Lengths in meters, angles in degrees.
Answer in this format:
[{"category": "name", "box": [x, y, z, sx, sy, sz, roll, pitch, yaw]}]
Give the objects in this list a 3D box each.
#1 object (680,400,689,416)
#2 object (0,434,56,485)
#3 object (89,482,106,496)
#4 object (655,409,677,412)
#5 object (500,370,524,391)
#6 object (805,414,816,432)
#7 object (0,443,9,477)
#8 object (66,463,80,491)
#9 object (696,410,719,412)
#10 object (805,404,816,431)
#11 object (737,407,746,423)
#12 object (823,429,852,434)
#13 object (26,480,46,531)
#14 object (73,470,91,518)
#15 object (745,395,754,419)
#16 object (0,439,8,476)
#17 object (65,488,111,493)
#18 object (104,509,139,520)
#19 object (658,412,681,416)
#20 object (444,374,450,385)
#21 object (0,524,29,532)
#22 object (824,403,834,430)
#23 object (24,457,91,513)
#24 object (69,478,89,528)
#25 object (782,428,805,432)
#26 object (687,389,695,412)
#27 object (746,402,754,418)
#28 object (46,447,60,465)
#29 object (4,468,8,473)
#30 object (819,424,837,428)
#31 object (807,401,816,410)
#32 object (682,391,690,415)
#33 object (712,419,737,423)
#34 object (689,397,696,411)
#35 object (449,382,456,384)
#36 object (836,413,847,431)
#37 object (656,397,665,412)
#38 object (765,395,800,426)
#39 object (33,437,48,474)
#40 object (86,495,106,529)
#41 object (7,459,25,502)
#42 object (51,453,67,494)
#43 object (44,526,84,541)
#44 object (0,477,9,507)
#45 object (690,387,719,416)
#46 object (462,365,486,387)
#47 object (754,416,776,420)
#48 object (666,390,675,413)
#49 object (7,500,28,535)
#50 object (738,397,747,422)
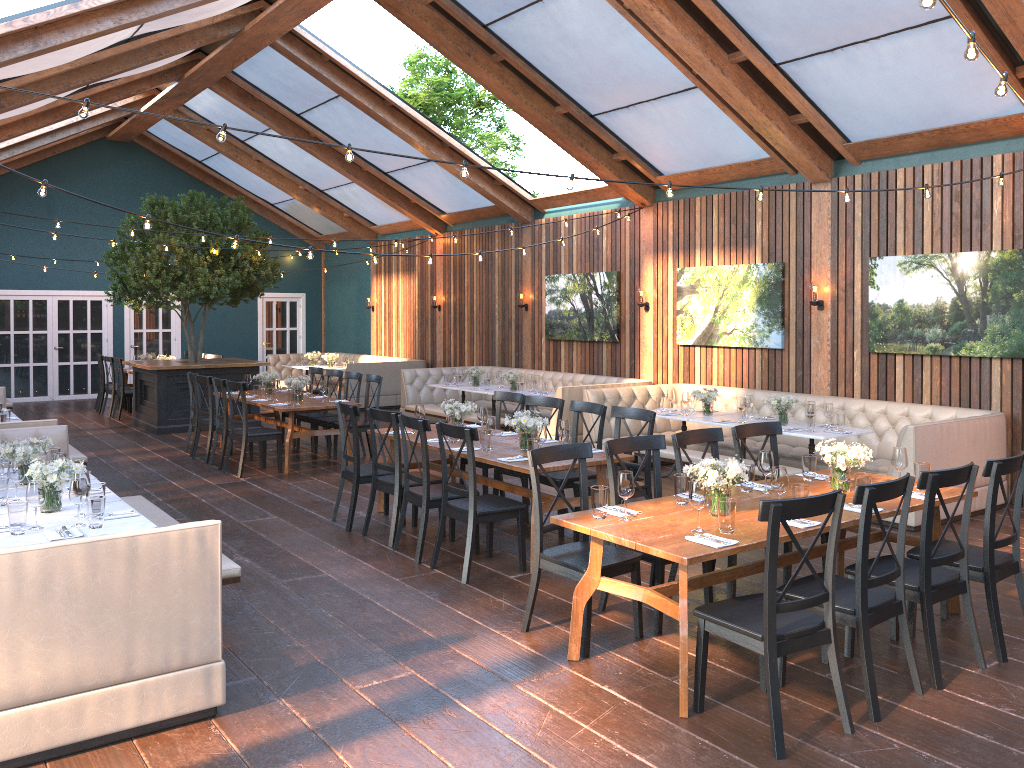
[{"category": "object", "box": [1.833, 0.257, 9.394, 0.092, 0.158, 0.092, 2, 2, 41]}, {"category": "object", "box": [-3.133, 0.490, 5.704, 0.329, 0.309, 0.337, -1, 3, -13]}, {"category": "object", "box": [-2.300, 0.630, 4.901, 0.092, 0.158, 0.092, 2, 2, 41]}, {"category": "object", "box": [1.735, 0.287, 9.870, 0.157, 0.019, 0.255, -3, 6, -35]}, {"category": "object", "box": [0.012, -0.056, 12.309, 0.336, 0.309, 0.330, -1, 3, -19]}, {"category": "object", "box": [2.737, 0.361, 8.111, 0.092, 0.158, 0.092, 2, 2, 41]}, {"category": "object", "box": [-3.338, 0.514, 5.806, 0.092, 0.244, 0.092, 0, 1, 13]}, {"category": "object", "box": [-2.734, 0.581, 5.513, 0.092, 0.158, 0.092, 2, 2, 41]}, {"category": "object", "box": [2.139, 0.296, 9.758, 0.255, 0.019, 0.158, -3, 6, -35]}, {"category": "object", "box": [2.771, 0.310, 8.214, 0.092, 0.244, 0.092, 0, 1, 7]}, {"category": "object", "box": [2.274, 0.308, 8.759, 0.092, 0.158, 0.092, 2, 2, 41]}, {"category": "object", "box": [2.965, 0.431, 8.107, 0.157, 0.019, 0.255, -3, 6, -35]}, {"category": "object", "box": [-2.434, 0.619, 4.522, 0.092, 0.244, 0.092, 0, 1, 7]}, {"category": "object", "box": [-2.334, 0.596, 4.797, 0.092, 0.244, 0.092, 0, 1, 7]}, {"category": "object", "box": [2.436, 0.237, 9.101, 0.092, 0.244, 0.092, 0, 1, 7]}, {"category": "object", "box": [-3.467, 0.498, 6.010, 0.092, 0.244, 0.092, 0, 1, 13]}, {"category": "object", "box": [-2.602, 0.658, 5.413, 0.255, 0.019, 0.158, -3, 6, -35]}, {"category": "object", "box": [-2.168, 0.708, 4.801, 0.255, 0.019, 0.158, -3, 6, -35]}, {"category": "object", "box": [1.701, 0.318, 9.496, 0.255, 0.019, 0.158, -3, 6, -35]}, {"category": "object", "box": [-0.989, -0.071, 13.425, 0.092, 0.158, 0.092, 2, 2, 41]}, {"category": "object", "box": [-2.599, 0.732, 4.522, 0.255, 0.019, 0.158, -3, 6, -35]}, {"category": "object", "box": [2.962, 0.305, 8.271, 0.092, 0.244, 0.092, 0, 1, 7]}, {"category": "object", "box": [-2.565, 0.552, 4.939, 0.336, 0.309, 0.329, 2, 3, 29]}, {"category": "object", "box": [-2.242, 0.614, 4.580, 0.092, 0.244, 0.092, 0, 1, 7]}, {"category": "object", "box": [2.605, 0.422, 8.213, 0.255, 0.019, 0.158, -3, 6, -35]}, {"category": "object", "box": [1.973, 0.184, 9.754, 0.092, 0.244, 0.092, 0, 1, 13]}, {"category": "object", "box": [2.470, 0.271, 9.205, 0.092, 0.158, 0.092, 2, 2, 41]}, {"category": "object", "box": [-3.198, 0.527, 6.166, 0.092, 0.158, 0.092, 2, 2, 41]}, {"category": "object", "box": [-3.470, 0.597, 6.178, 0.157, 0.019, 0.255, -3, 6, -35]}, {"category": "object", "box": [3.037, 0.399, 8.493, 0.255, 0.019, 0.158, -3, 6, -35]}, {"category": "object", "box": [2.871, 0.287, 8.488, 0.092, 0.244, 0.092, 0, 1, 7]}, {"category": "object", "box": [1.867, 0.205, 9.497, 0.092, 0.244, 0.092, 0, 1, 13]}, {"category": "object", "box": [2.142, 0.370, 8.861, 0.255, 0.019, 0.158, -3, 6, -35]}, {"category": "object", "box": [2.007, 0.218, 9.858, 0.092, 0.158, 0.092, 2, 2, 41]}, {"category": "object", "box": [-0.887, -0.013, 13.558, 0.157, 0.019, 0.255, -3, 6, -35]}, {"category": "object", "box": [3.066, 0.350, 8.238, 0.092, 0.158, 0.092, 2, 2, 41]}, {"category": "object", "box": [1.633, 0.229, 9.737, 0.092, 0.158, 0.092, 2, 2, 41]}, {"category": "object", "box": [2.635, 0.243, 8.628, 0.336, 0.309, 0.329, 2, 3, 29]}, {"category": "object", "box": [-3.232, 0.493, 6.062, 0.092, 0.244, 0.092, 0, 1, 13]}, {"category": "object", "box": [-2.138, 0.659, 4.546, 0.092, 0.158, 0.092, 2, 2, 41]}, {"category": "object", "box": [-2.897, 0.566, 5.170, 0.092, 0.244, 0.092, 0, 1, 7]}, {"category": "object", "box": [-2.768, 0.546, 5.409, 0.092, 0.244, 0.092, 0, 1, 7]}, {"category": "object", "box": [-2.240, 0.740, 4.415, 0.157, 0.019, 0.255, -3, 6, -35]}, {"category": "object", "box": [-2.931, 0.617, 5.067, 0.092, 0.158, 0.092, 2, 2, 41]}, {"category": "object", "box": [2.067, 0.181, 9.393, 0.329, 0.309, 0.337, -1, 3, -13]}, {"category": "object", "box": [-0.544, -0.120, 13.091, 0.336, 0.309, 0.330, -1, 3, -23]}, {"category": "object", "box": [2.603, 0.349, 9.105, 0.255, 0.019, 0.158, -3, 6, -35]}, {"category": "object", "box": [1.737, 0.189, 9.702, 0.092, 0.244, 0.092, 0, 1, 13]}, {"category": "object", "box": [-2.467, 0.670, 4.419, 0.092, 0.158, 0.092, 2, 2, 41]}, {"category": "object", "box": [2.308, 0.257, 8.862, 0.092, 0.244, 0.092, 0, 1, 7]}]
